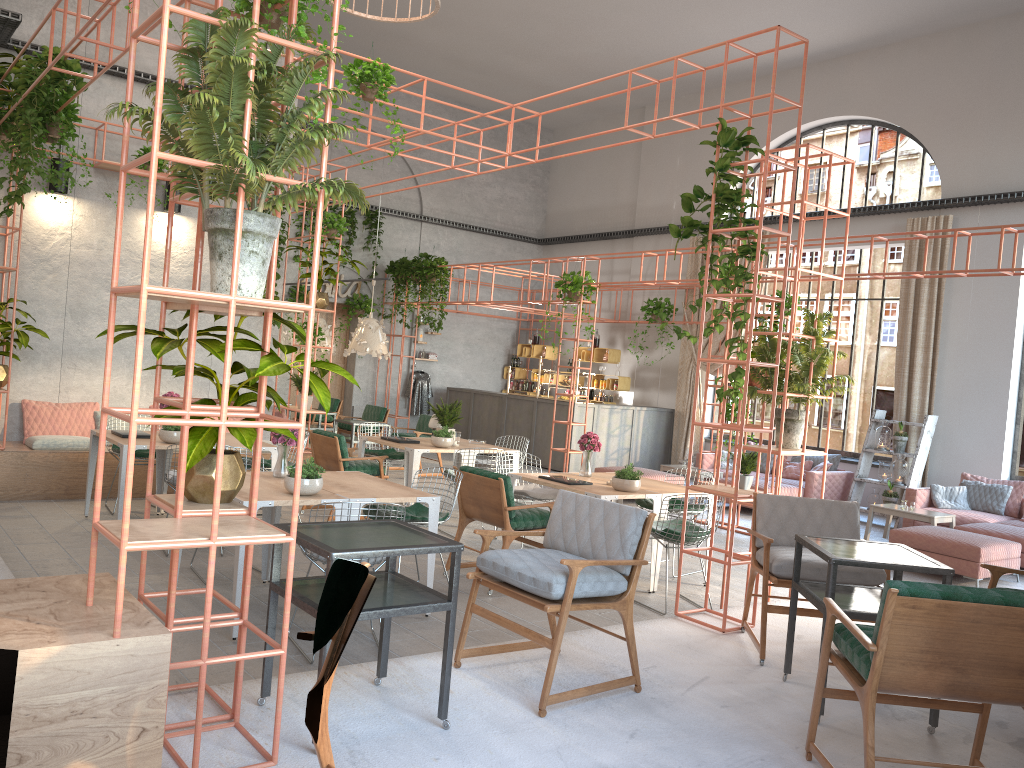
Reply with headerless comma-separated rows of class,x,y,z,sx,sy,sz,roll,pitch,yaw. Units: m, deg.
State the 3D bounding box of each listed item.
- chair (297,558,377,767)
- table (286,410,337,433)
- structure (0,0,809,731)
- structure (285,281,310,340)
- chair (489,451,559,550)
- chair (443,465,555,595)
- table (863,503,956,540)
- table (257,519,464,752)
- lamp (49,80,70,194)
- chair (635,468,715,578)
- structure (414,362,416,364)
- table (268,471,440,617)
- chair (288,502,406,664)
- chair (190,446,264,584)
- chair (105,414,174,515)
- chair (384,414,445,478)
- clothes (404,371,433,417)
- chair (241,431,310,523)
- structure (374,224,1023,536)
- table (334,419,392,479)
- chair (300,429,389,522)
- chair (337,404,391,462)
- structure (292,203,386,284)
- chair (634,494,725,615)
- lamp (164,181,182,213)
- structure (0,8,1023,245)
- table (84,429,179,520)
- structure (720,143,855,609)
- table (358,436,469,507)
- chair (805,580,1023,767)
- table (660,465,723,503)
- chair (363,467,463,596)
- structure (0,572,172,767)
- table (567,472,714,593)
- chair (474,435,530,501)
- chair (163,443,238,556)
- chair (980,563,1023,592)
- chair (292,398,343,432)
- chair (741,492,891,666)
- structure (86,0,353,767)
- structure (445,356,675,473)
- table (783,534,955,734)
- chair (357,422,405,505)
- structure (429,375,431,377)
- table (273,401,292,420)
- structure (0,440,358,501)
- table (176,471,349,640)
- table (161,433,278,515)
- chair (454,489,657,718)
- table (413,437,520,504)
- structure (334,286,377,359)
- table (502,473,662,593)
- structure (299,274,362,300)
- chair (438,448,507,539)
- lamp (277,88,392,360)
chair,-0.572,1.014,2.409,0.685,0.929,0.722,4,1,-38
table,-3.254,0.828,14.242,0.635,0.798,0.602,4,1,-38
structure,-3.884,-1.140,10.071,4.501,4.345,14.096,4,1,-39
structure,-4.192,-1.381,16.978,0.921,1.527,0.950,5,1,-4
chair,0.154,1.152,8.475,0.565,0.941,0.717,4,1,-36
chair,-0.064,1.161,7.243,0.685,0.917,0.722,4,1,-38
table,4.894,1.771,10.892,0.520,0.455,0.916,4,1,-38
table,-0.657,1.044,3.827,0.635,0.798,0.602,4,1,-38
lamp,-4.863,-2.790,9.614,0.179,1.425,0.185,4,1,-38
chair,1.507,1.272,8.354,0.717,0.941,0.565,4,1,-41
structure,-2.021,-0.436,18.612,0.066,0.044,0.019,4,1,-38
table,-1.161,1.123,6.341,0.694,0.830,1.214,4,1,-38
chair,-0.992,1.112,5.316,0.565,0.941,0.717,5,1,-21
chair,-2.123,0.987,6.784,0.565,0.941,0.717,4,1,-36
chair,-3.779,0.803,8.953,0.565,0.941,0.717,4,1,-36
chair,-1.444,0.933,13.410,0.685,0.929,0.722,4,1,-38
clothes,-1.931,0.221,18.638,0.366,0.997,0.625,6,1,33
chair,-2.426,0.922,8.831,0.717,0.941,0.565,4,1,-41
structure,3.004,-0.046,13.416,4.157,4.247,14.689,4,1,-38
table,-2.191,0.946,12.851,0.635,0.798,0.602,4,1,-38
chair,-1.763,0.973,9.440,0.685,0.917,0.722,4,1,-38
chair,-2.516,0.814,14.814,0.685,0.930,0.722,4,1,-38
structure,-3.402,-2.773,17.260,1.939,1.514,0.856,4,1,-43
chair,1.284,1.278,7.008,0.565,0.941,0.717,5,1,-21
lamp,-3.907,-2.721,10.349,0.179,1.425,0.185,4,1,-38
structure,-0.738,-3.181,9.935,15.603,0.110,15.203,4,1,-38
table,-3.364,0.900,8.084,0.694,0.830,1.205,4,1,-38
structure,2.147,0.021,6.918,0.624,3.602,0.424,4,1,-38
table,-1.131,1.061,9.803,0.694,0.830,1.205,4,1,-38
chair,1.640,1.192,3.454,0.722,0.917,0.685,5,1,2
table,2.754,1.529,13.695,0.520,0.455,0.916,4,1,-38
chair,-0.769,1.106,6.662,0.717,0.941,0.565,4,1,-41
structure,-4.026,0.593,3.999,3.396,1.111,9.152,4,1,-38
table,1.116,1.301,8.034,0.694,0.830,1.214,4,1,-38
chair,-0.192,1.084,10.550,0.717,0.941,0.565,4,1,-41
chair,-2.649,0.928,7.485,0.565,0.941,0.717,5,1,-21
chair,2.831,1.277,4.530,0.685,0.914,0.722,5,1,2
chair,-3.565,0.698,16.188,0.685,0.930,0.722,4,1,-38
chair,1.820,1.174,5.355,0.722,0.914,0.685,5,1,2
structure,-0.960,-0.379,3.205,0.748,3.623,0.722,4,1,-38
structure,0.865,0.497,17.760,2.579,2.022,4.057,4,1,-38
table,1.784,1.243,4.507,0.602,0.798,0.635,5,1,2
chair,-1.546,0.964,10.672,0.565,0.941,0.717,4,1,-36
structure,-1.755,-0.173,18.843,0.066,0.044,0.019,4,1,-38
table,-4.317,0.711,15.634,0.635,0.798,0.602,4,1,-38
structure,-5.397,0.826,12.273,4.386,0.500,5.831,4,1,-38
table,-1.708,1.084,5.915,0.694,0.830,1.205,4,1,-38
table,-2.816,0.939,8.511,0.694,0.830,1.214,4,1,-38
chair,0.223,1.044,4.488,0.685,0.929,0.722,4,1,-38
table,-0.582,1.101,10.230,0.694,0.830,1.214,4,1,-38
structure,-3.175,-1.288,17.816,0.950,1.527,0.921,4,1,-39
table,0.568,1.262,7.606,0.694,0.830,1.205,4,1,-38
structure,-3.544,-1.946,17.357,1.312,0.505,0.063,4,1,-38
chair,-0.415,1.090,9.204,0.565,0.941,0.717,5,1,-21
lamp,-3.004,-2.496,14.211,0.704,4.052,4.456,4,1,-38
